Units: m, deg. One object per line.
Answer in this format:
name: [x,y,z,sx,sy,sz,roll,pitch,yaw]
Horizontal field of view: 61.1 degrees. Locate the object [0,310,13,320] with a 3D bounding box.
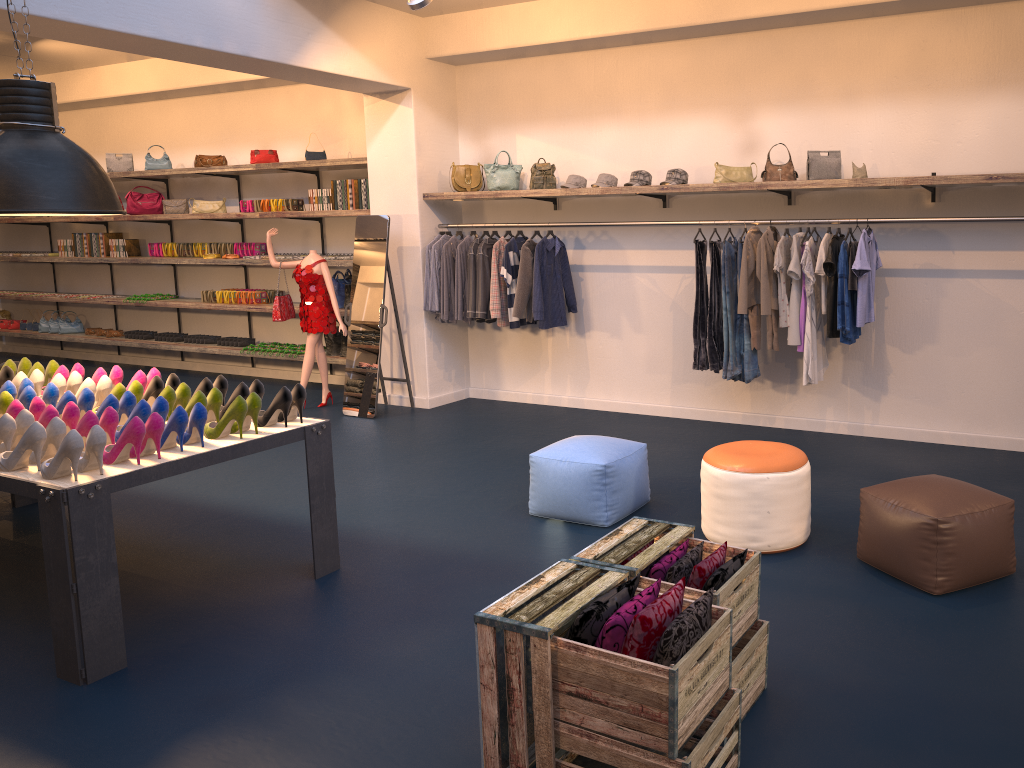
object: [-6.967,-0.893,11.757,0.395,0.232,0.187,-6,9,-26]

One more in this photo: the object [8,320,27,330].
object: [-6.498,-0.781,11.421,0.235,0.117,0.085,-5,9,-24]

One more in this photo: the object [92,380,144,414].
object: [-1.921,0.077,4.234,0.225,0.194,0.217,4,10,31]

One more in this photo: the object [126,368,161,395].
object: [-1.990,0.010,4.608,0.227,0.194,0.216,3,10,27]

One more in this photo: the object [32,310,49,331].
object: [-6.075,-0.821,11.192,0.216,0.277,0.055,-6,8,-28]

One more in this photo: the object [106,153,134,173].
object: [-4.488,-2.532,9.950,0.290,0.228,0.075,-4,7,-18]

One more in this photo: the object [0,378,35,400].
object: [-2.511,0.065,4.337,0.225,0.194,0.217,4,10,31]

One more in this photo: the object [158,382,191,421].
object: [-1.662,0.090,4.146,0.227,0.194,0.216,3,10,27]

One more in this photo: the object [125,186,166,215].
object: [-4.179,-2.088,9.879,0.288,0.335,0.362,2,9,21]

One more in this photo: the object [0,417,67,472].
object: [-1.881,0.227,3.402,0.229,0.194,0.214,3,9,23]

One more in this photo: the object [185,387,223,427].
object: [-1.461,0.112,4.015,0.225,0.194,0.217,4,10,31]

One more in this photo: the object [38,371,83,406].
object: [-2.369,0.027,4.536,0.225,0.194,0.217,4,10,31]

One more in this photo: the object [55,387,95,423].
object: [-2.070,0.112,4.048,0.225,0.194,0.217,4,10,31]

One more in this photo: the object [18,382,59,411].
object: [-2.315,0.089,4.194,0.226,0.194,0.224,4,10,31]

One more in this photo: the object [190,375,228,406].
object: [-1.550,0.051,4.356,0.225,0.194,0.217,4,10,31]

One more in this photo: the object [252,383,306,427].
object: [-1.096,0.093,4.095,0.225,0.194,0.217,4,10,31]

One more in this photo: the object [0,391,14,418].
object: [-2.410,0.128,3.983,0.225,0.194,0.217,4,10,31]

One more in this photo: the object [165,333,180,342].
object: [-3.912,-0.541,10.036,0.061,0.087,0.201,4,11,34]

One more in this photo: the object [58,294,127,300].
object: [-5.119,-1.062,10.528,0.825,0.029,0.383,5,12,29]

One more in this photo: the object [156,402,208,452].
object: [-1.408,0.171,3.681,0.224,0.194,0.219,6,11,39]

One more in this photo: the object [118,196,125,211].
object: [-4.688,-2.086,10.060,0.319,0.248,0.136,-1,8,1]

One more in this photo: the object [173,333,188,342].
object: [-3.799,-0.532,9.975,0.061,0.087,0.201,4,11,34]

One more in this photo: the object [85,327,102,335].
object: [-5.160,-0.658,10.763,0.217,0.082,0.230,8,13,42]

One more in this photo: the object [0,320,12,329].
object: [-6.683,-0.792,11.496,0.235,0.117,0.085,-5,9,-25]

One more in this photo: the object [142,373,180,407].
object: [-1.813,0.038,4.443,0.223,0.194,0.219,6,11,39]

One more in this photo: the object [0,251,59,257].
object: [-6.404,-1.688,11.252,1.417,0.060,0.519,5,12,29]

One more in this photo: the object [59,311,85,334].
object: [-5.521,-0.773,10.864,0.294,0.280,0.090,-5,8,-24]

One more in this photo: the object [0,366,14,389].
object: [-2.845,-0.003,4.734,0.226,0.194,0.217,4,10,29]

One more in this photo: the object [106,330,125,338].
object: [-4.767,-0.612,10.481,0.224,0.082,0.224,3,11,21]

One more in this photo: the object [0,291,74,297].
object: [-6.322,-1.164,11.180,1.746,0.024,0.380,5,12,29]

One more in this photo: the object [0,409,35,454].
object: [-2.093,0.203,3.550,0.232,0.194,0.212,2,9,18]

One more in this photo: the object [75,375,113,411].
object: [-2.149,0.050,4.397,0.225,0.194,0.217,4,10,31]

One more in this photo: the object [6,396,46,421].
object: [-2.184,0.148,3.856,0.223,0.194,0.219,6,11,39]

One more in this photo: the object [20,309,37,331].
object: [-6.302,-0.841,11.315,0.216,0.277,0.055,-6,8,-28]

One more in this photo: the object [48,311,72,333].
object: [-5.693,-0.787,10.949,0.294,0.280,0.090,-5,8,-24]

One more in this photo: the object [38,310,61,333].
object: [-5.864,-0.800,11.036,0.297,0.280,0.089,-6,8,-29]

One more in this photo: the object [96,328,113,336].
object: [-4.956,-0.637,10.632,0.224,0.082,0.224,3,11,21]

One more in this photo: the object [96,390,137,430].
object: [-1.839,0.127,3.955,0.226,0.194,0.217,4,10,29]

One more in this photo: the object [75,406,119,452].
object: [-1.757,0.189,3.604,0.225,0.194,0.217,4,10,31]

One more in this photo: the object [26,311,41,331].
object: [-6.193,-0.832,11.259,0.218,0.277,0.054,-7,9,-36]

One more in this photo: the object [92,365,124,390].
object: [-2.231,-0.008,4.724,0.224,0.194,0.219,6,11,38]

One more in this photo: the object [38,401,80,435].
object: [-1.975,0.169,3.729,0.224,0.194,0.218,5,11,36]

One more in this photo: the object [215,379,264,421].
object: [-1.329,0.074,4.217,0.225,0.194,0.217,4,10,31]

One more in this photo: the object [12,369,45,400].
object: [-2.612,0.017,4.608,0.227,0.194,0.216,3,10,27]

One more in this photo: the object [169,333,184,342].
object: [-3.857,-0.536,10.006,0.061,0.087,0.201,4,11,34]

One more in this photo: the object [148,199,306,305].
object: [-3.173,-1.433,9.546,2.506,1.127,0.491,5,9,29]

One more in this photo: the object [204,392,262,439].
object: [-1.249,0.134,3.878,0.228,0.194,0.215,3,9,24]

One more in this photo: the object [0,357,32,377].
object: [-2.918,-0.059,5.050,0.225,0.194,0.217,4,10,31]

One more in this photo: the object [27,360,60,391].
object: [-2.695,-0.041,4.933,0.225,0.194,0.217,4,10,31]

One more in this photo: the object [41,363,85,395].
object: [-2.492,-0.021,4.810,0.225,0.194,0.217,4,10,31]

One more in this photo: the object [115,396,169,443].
object: [-1.636,0.148,3.824,0.225,0.194,0.217,4,10,31]

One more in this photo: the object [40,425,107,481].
object: [-1.647,0.247,3.275,0.224,0.194,0.219,5,11,36]
